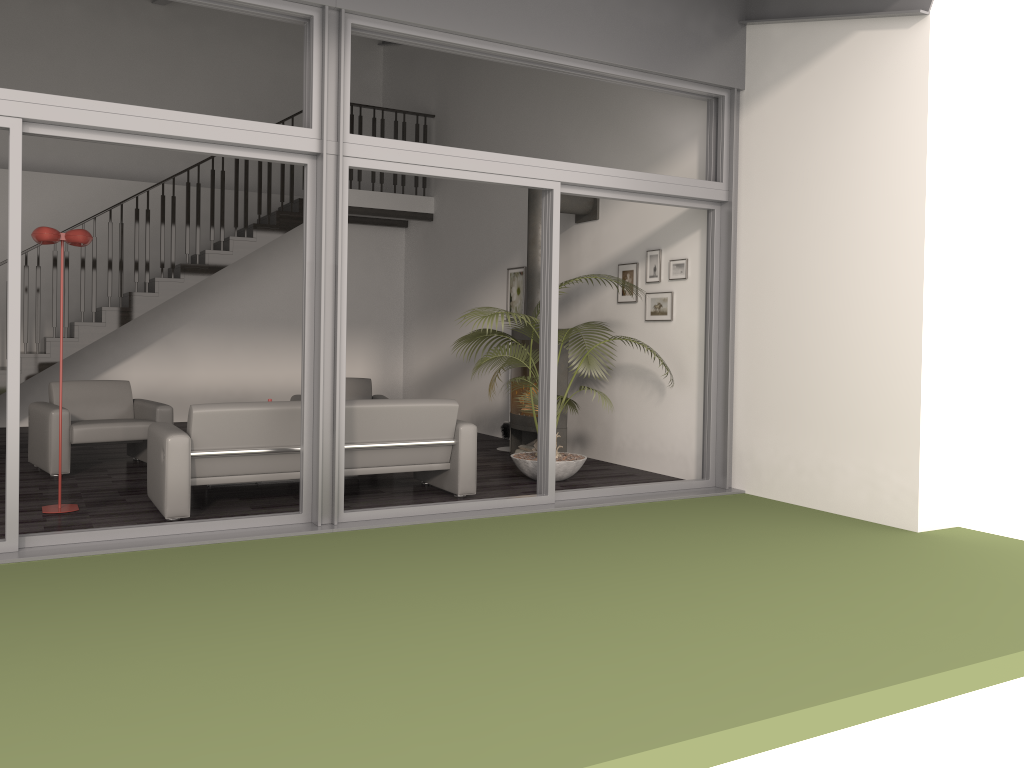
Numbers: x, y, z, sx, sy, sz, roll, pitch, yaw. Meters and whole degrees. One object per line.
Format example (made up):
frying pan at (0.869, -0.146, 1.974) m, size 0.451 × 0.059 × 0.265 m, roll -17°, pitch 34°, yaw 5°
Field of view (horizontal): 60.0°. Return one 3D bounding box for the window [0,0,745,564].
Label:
window at (-2.530, -0.862, 4.509) m, size 9.744 × 3.469 × 0.385 m, roll -1°, pitch 2°, yaw -29°

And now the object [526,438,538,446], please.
object at (0.186, 0.605, 8.503) m, size 0.104 × 0.192 × 0.306 m, roll 0°, pitch 2°, yaw -28°

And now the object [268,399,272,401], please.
object at (-1.962, 0.306, 7.175) m, size 0.093 × 0.370 × 0.093 m, roll 0°, pitch 1°, yaw -30°

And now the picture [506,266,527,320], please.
picture at (0.047, -1.001, 9.816) m, size 0.026 × 0.577 × 0.394 m, roll 1°, pitch 2°, yaw -29°

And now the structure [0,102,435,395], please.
structure at (-3.723, -1.537, 10.931) m, size 6.342 × 4.092 × 1.001 m, roll 0°, pitch 1°, yaw -29°

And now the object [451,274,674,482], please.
object at (0.180, -0.059, 7.264) m, size 2.119 × 1.665 × 1.720 m, roll -1°, pitch 2°, yaw -34°

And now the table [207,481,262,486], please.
table at (-2.250, 0.568, 6.969) m, size 0.400 × 0.341 × 0.681 m, roll 0°, pitch 3°, yaw -29°

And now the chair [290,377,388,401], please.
chair at (-1.660, 0.312, 8.593) m, size 0.963 × 0.717 × 0.911 m, roll 0°, pitch 2°, yaw -14°

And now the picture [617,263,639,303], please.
picture at (1.048, -0.913, 8.020) m, size 0.015 × 0.352 × 0.288 m, roll 1°, pitch 2°, yaw -29°

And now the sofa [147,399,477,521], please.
sofa at (-1.373, 0.445, 6.190) m, size 2.115 × 0.717 × 0.903 m, roll -1°, pitch 3°, yaw -29°

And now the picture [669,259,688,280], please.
picture at (1.390, -0.957, 7.406) m, size 0.015 × 0.166 × 0.221 m, roll 1°, pitch 2°, yaw -29°

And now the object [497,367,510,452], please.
object at (0.052, 0.110, 9.097) m, size 0.400 × 1.125 × 0.401 m, roll 1°, pitch 1°, yaw 20°

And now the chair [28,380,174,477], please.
chair at (-3.438, 0.344, 7.427) m, size 0.963 × 0.717 × 0.911 m, roll -1°, pitch 3°, yaw -39°

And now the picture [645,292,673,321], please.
picture at (1.265, -0.666, 7.626) m, size 0.015 × 0.244 × 0.360 m, roll 1°, pitch 2°, yaw -29°

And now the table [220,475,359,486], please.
table at (-1.902, 0.618, 7.165) m, size 1.200 × 0.250 × 0.601 m, roll -1°, pitch 3°, yaw -29°

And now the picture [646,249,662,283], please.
picture at (1.230, -1.023, 7.695) m, size 0.015 × 0.280 × 0.191 m, roll 1°, pitch 2°, yaw -29°

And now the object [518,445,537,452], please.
object at (0.151, 0.618, 8.382) m, size 0.072 × 0.068 × 0.258 m, roll 0°, pitch 3°, yaw -30°

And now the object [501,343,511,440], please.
object at (-0.048, 0.061, 9.017) m, size 0.078 × 1.019 × 0.167 m, roll 1°, pitch 1°, yaw 23°

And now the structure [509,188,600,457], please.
structure at (0.569, -0.626, 8.548) m, size 1.116 × 2.673 × 0.819 m, roll 0°, pitch 1°, yaw -29°

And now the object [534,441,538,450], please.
object at (0.290, 0.625, 8.199) m, size 0.072 × 0.186 × 0.254 m, roll 0°, pitch 2°, yaw -28°

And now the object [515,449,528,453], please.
object at (0.127, 0.667, 8.339) m, size 0.092 × 0.082 × 0.267 m, roll 0°, pitch 3°, yaw -28°

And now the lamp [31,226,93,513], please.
lamp at (-2.882, -0.093, 5.664) m, size 0.353 × 1.787 × 0.365 m, roll 0°, pitch 1°, yaw -29°
